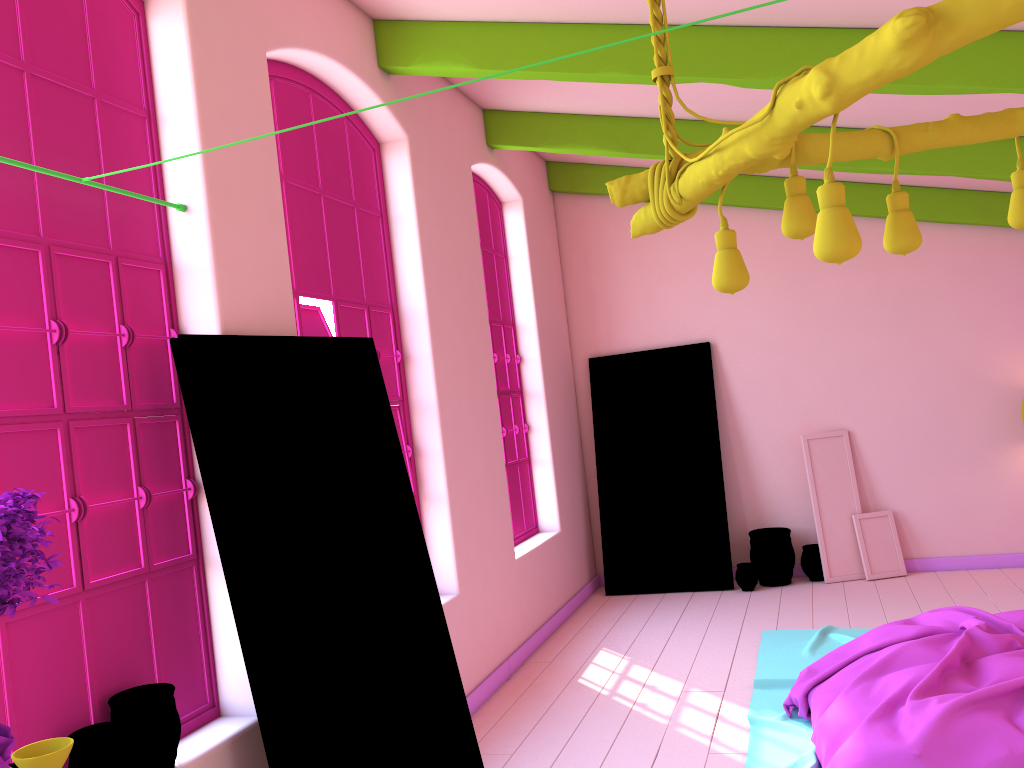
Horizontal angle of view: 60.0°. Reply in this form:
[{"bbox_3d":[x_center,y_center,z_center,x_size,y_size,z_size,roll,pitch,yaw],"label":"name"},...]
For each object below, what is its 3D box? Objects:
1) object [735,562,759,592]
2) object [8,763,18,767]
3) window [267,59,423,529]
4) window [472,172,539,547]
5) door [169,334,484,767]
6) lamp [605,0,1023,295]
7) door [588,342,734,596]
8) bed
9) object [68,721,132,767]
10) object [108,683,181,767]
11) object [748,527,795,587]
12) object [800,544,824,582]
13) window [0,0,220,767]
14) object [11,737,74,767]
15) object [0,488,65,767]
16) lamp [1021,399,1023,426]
[{"bbox_3d":[2.034,1.676,7.684,0.199,0.234,0.199,-6,-1,-14],"label":"object"},{"bbox_3d":[-1.391,1.203,2.511,0.182,0.222,0.182,-6,-1,-4],"label":"object"},{"bbox_3d":[-0.930,-0.180,4.784,0.214,3.009,1.513,-7,-1,18],"label":"window"},{"bbox_3d":[-0.137,-0.211,7.113,0.072,3.046,1.274,-7,-1,18],"label":"window"},{"bbox_3d":[-0.671,0.872,3.634,0.450,2.210,1.153,-7,-1,28],"label":"door"},{"bbox_3d":[1.008,-1.349,1.937,1.610,2.264,1.776,-7,-1,0],"label":"lamp"},{"bbox_3d":[1.343,0.777,8.145,1.154,2.210,0.450,-7,-1,19],"label":"door"},{"bbox_3d":[2.488,1.384,4.269,2.803,0.514,3.576,-7,-2,18],"label":"bed"},{"bbox_3d":[-1.296,1.201,2.794,0.182,0.222,0.182,-7,-1,1],"label":"object"},{"bbox_3d":[-1.236,1.175,2.994,0.223,0.272,0.223,-7,-1,6],"label":"object"},{"bbox_3d":[2.298,1.525,7.824,0.385,0.471,0.386,-6,-1,-29],"label":"object"},{"bbox_3d":[2.664,1.570,7.780,0.260,0.306,0.261,-5,-2,-39],"label":"object"},{"bbox_3d":[-1.526,-0.176,2.972,0.072,3.046,1.274,-7,-1,18],"label":"window"},{"bbox_3d":[-0.950,0.943,1.833,0.116,0.383,0.116,-6,-1,-8],"label":"object"},{"bbox_3d":[-1.216,0.697,1.974,0.441,0.950,0.503,-6,-1,-21],"label":"object"},{"bbox_3d":[4.400,0.747,7.041,0.476,1.466,0.492,-6,-1,-41],"label":"lamp"}]
